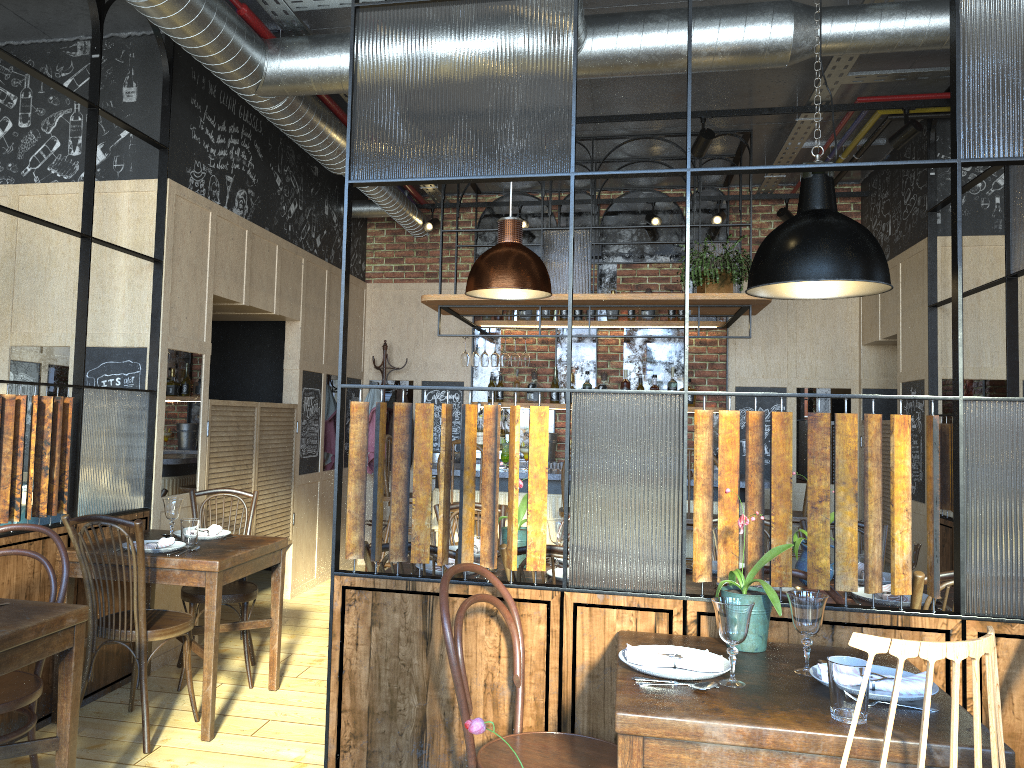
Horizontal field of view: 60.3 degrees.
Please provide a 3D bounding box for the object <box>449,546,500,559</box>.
[{"bbox_3d":[-0.211,0.729,3.883,0.333,0.051,0.263,1,-2,14],"label":"object"}]

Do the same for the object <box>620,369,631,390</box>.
[{"bbox_3d":[0.948,0.030,7.362,0.089,0.303,0.082,-1,-4,29],"label":"object"}]

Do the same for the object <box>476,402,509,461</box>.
[{"bbox_3d":[-0.185,0.402,7.517,0.316,0.492,0.200,1,-3,11],"label":"object"}]

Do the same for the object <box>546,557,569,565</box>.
[{"bbox_3d":[0.285,0.738,3.768,0.333,0.051,0.263,1,-2,14],"label":"object"}]

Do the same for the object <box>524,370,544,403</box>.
[{"bbox_3d":[0.188,0.024,7.510,0.174,0.284,0.118,0,-4,24],"label":"object"}]

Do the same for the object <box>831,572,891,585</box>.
[{"bbox_3d":[1.400,0.759,3.514,0.333,0.051,0.263,1,-2,14],"label":"object"}]

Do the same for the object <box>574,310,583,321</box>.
[{"bbox_3d":[0.569,-0.672,7.528,0.077,0.284,0.074,1,-4,11],"label":"object"}]

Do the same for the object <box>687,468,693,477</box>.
[{"bbox_3d":[1.120,0.576,5.949,0.174,0.091,0.093,2,-3,-13],"label":"object"}]

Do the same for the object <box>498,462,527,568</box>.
[{"bbox_3d":[0.031,0.539,3.658,0.154,0.427,0.192,-2,-5,44],"label":"object"}]

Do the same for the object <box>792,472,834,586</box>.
[{"bbox_3d":[1.166,0.557,3.366,0.227,0.432,0.131,-1,-4,29],"label":"object"}]

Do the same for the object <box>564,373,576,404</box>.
[{"bbox_3d":[0.498,0.039,7.439,0.119,0.265,0.114,1,-3,11],"label":"object"}]

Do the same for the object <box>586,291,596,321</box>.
[{"bbox_3d":[0.672,-0.660,7.485,0.079,0.263,0.077,1,-4,11],"label":"object"}]

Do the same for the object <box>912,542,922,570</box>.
[{"bbox_3d":[1.442,0.678,3.219,0.103,0.192,0.094,-1,-4,35],"label":"object"}]

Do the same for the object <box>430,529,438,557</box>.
[{"bbox_3d":[-0.319,0.686,3.771,0.082,0.120,0.086,2,-3,-14],"label":"object"}]

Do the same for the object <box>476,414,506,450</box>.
[{"bbox_3d":[-0.183,0.409,7.531,0.264,0.303,0.083,1,-4,13],"label":"object"}]

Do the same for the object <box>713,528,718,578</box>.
[{"bbox_3d":[0.842,0.672,3.489,0.102,0.192,0.094,-1,-4,30],"label":"object"}]

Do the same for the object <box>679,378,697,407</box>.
[{"bbox_3d":[1.445,0.071,7.223,0.143,0.235,0.089,1,-3,-3],"label":"object"}]

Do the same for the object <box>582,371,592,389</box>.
[{"bbox_3d":[0.633,0.033,7.434,0.077,0.284,0.074,1,-4,11],"label":"object"}]

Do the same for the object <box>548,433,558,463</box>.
[{"bbox_3d":[0.277,0.533,7.413,0.209,0.246,0.225,3,-3,-29],"label":"object"}]

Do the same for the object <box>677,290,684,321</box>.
[{"bbox_3d":[1.407,-0.647,7.325,0.066,0.264,0.066,1,-4,-3],"label":"object"}]

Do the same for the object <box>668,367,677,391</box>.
[{"bbox_3d":[1.328,0.023,7.283,0.078,0.330,0.072,-1,-4,34],"label":"object"}]

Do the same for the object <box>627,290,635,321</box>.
[{"bbox_3d":[1.005,-0.655,7.415,0.067,0.264,0.065,1,-4,10],"label":"object"}]

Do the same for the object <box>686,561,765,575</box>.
[{"bbox_3d":[0.866,0.749,3.639,0.333,0.051,0.263,1,-2,14],"label":"object"}]

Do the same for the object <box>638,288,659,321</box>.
[{"bbox_3d":[1.142,-0.663,7.375,0.174,0.284,0.118,0,-4,24],"label":"object"}]

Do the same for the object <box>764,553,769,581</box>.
[{"bbox_3d":[0.995,0.705,3.337,0.083,0.120,0.085,2,-3,-7],"label":"object"}]

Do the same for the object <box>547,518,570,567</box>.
[{"bbox_3d":[0.189,0.661,3.666,0.094,0.192,0.102,3,-4,-33],"label":"object"}]

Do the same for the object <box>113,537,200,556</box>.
[{"bbox_3d":[-1.524,0.689,3.787,0.333,0.051,0.263,1,-2,14],"label":"object"}]

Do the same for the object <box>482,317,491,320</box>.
[{"bbox_3d":[-0.215,-0.710,7.686,0.078,0.330,0.072,-1,-4,34],"label":"object"}]

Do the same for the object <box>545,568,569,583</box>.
[{"bbox_3d":[0.285,0.722,3.350,0.333,0.051,0.263,1,-2,14],"label":"object"}]

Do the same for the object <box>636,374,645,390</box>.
[{"bbox_3d":[1.067,0.051,7.322,0.065,0.264,0.067,2,-4,-9],"label":"object"}]

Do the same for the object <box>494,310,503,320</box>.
[{"bbox_3d":[-0.115,-0.694,7.679,0.088,0.303,0.083,0,-4,21],"label":"object"}]

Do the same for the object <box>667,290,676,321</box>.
[{"bbox_3d":[1.331,-0.649,7.342,0.066,0.264,0.065,1,-4,4],"label":"object"}]

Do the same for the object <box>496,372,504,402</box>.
[{"bbox_3d":[-0.099,0.029,7.583,0.066,0.264,0.066,1,-4,-3],"label":"object"}]

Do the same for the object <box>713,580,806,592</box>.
[{"bbox_3d":[0.902,0.733,3.197,0.333,0.051,0.263,1,-2,14],"label":"object"}]

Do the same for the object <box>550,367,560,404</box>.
[{"bbox_3d":[0.365,0.010,7.488,0.080,0.318,0.082,2,-4,-9],"label":"object"}]

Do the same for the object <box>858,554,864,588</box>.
[{"bbox_3d":[1.320,0.716,3.382,0.083,0.120,0.085,2,-3,-7],"label":"object"}]

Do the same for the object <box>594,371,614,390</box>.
[{"bbox_3d":[0.771,0.035,7.382,0.174,0.284,0.118,0,-4,24],"label":"object"}]

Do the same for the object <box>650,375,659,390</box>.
[{"bbox_3d":[1.181,0.054,7.295,0.079,0.263,0.077,1,-4,11],"label":"object"}]

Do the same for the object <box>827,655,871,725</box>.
[{"bbox_3d":[0.702,0.638,1.838,0.084,0.120,0.084,1,-3,0],"label":"object"}]

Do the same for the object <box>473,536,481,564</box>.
[{"bbox_3d":[-0.126,0.684,3.575,0.081,0.120,0.087,3,-4,-28],"label":"object"}]

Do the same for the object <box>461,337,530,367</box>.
[{"bbox_3d":[-0.120,-0.226,6.275,0.508,0.208,0.064,1,-3,13],"label":"object"}]

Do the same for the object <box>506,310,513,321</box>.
[{"bbox_3d":[-0.021,-0.686,7.638,0.053,0.288,0.058,4,-5,-41],"label":"object"}]

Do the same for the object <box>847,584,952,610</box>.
[{"bbox_3d":[1.360,0.741,3.103,0.333,0.051,0.263,1,-2,14],"label":"object"}]

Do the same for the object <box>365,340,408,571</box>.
[{"bbox_3d":[-1.151,0.607,7.632,0.361,1.992,0.344,-1,-4,32],"label":"object"}]

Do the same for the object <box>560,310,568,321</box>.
[{"bbox_3d":[0.454,-0.692,7.548,0.080,0.318,0.082,2,-4,-9],"label":"object"}]

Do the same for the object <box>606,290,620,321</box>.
[{"bbox_3d":[0.852,-0.659,7.439,0.119,0.265,0.114,1,-3,11],"label":"object"}]

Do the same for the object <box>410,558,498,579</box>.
[{"bbox_3d":[-0.226,0.712,3.453,0.333,0.051,0.263,1,-2,14],"label":"object"}]

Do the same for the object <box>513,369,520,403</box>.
[{"bbox_3d":[0.043,0.019,7.545,0.053,0.288,0.058,4,-5,-41],"label":"object"}]

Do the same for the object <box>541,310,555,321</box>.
[{"bbox_3d":[0.301,-0.654,7.559,0.147,0.235,0.087,0,-4,16],"label":"object"}]

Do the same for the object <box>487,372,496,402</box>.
[{"bbox_3d":[-0.175,0.028,7.600,0.069,0.264,0.063,-1,-4,32],"label":"object"}]

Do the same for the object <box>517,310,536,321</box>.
[{"bbox_3d":[0.124,-0.681,7.604,0.174,0.284,0.118,0,-4,24],"label":"object"}]
